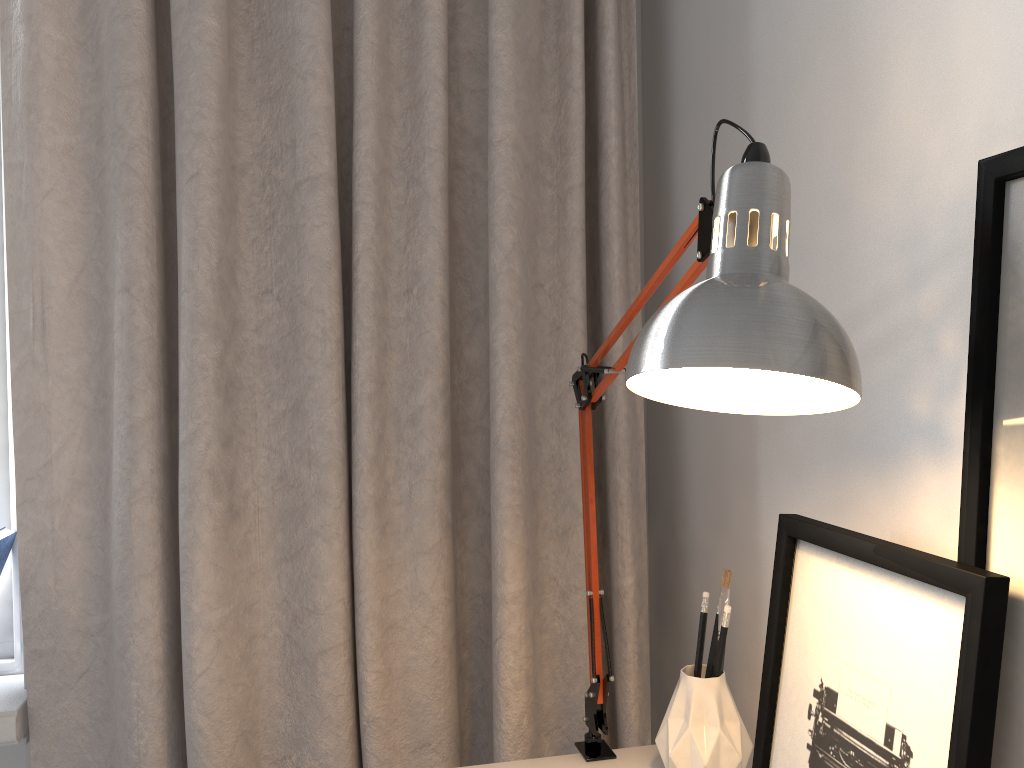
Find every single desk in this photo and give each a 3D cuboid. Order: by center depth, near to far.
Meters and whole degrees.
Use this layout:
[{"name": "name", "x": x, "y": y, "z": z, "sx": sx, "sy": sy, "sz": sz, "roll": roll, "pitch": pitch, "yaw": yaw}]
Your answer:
[{"name": "desk", "x": 0.061, "y": 0.850, "z": 0.521, "sx": 0.641, "sy": 0.776, "sz": 1.163, "roll": -1, "pitch": 1, "yaw": -13}]

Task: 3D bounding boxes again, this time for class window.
[{"name": "window", "x": -1.212, "y": -0.330, "z": 1.191, "sx": 1.047, "sy": 1.536, "sz": 0.079, "roll": -1, "pitch": 1, "yaw": -13}]

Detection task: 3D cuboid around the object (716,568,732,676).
[{"name": "object", "x": 0.233, "y": 0.328, "z": 1.000, "sx": 0.028, "sy": 0.239, "sz": 0.023, "roll": -1, "pitch": 1, "yaw": -16}]

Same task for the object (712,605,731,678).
[{"name": "object", "x": 0.226, "y": 0.345, "z": 0.990, "sx": 0.008, "sy": 0.207, "sz": 0.054, "roll": -1, "pitch": 1, "yaw": -30}]

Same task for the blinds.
[{"name": "blinds", "x": -0.217, "y": -0.110, "z": 1.140, "sx": 0.831, "sy": 2.680, "sz": 0.225, "roll": -1, "pitch": 1, "yaw": -13}]

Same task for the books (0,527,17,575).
[{"name": "books", "x": -0.745, "y": 0.312, "z": 1.187, "sx": 0.101, "sy": 0.211, "sz": 0.175, "roll": -1, "pitch": 1, "yaw": -9}]

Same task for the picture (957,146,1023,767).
[{"name": "picture", "x": 0.376, "y": 0.153, "z": 0.388, "sx": 0.062, "sy": 0.614, "sz": 0.493, "roll": -1, "pitch": 1, "yaw": -13}]

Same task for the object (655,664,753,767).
[{"name": "object", "x": 0.216, "y": 0.387, "z": 1.002, "sx": 0.101, "sy": 0.126, "sz": 0.101, "roll": -1, "pitch": 1, "yaw": -13}]

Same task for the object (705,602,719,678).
[{"name": "object", "x": 0.224, "y": 0.346, "z": 1.013, "sx": 0.054, "sy": 0.207, "sz": 0.008, "roll": -1, "pitch": 1, "yaw": -25}]

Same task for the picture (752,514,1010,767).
[{"name": "picture", "x": 0.268, "y": 0.289, "z": 0.699, "sx": 0.062, "sy": 0.333, "sz": 0.261, "roll": -1, "pitch": 1, "yaw": -13}]

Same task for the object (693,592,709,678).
[{"name": "object", "x": 0.212, "y": 0.345, "z": 1.015, "sx": 0.008, "sy": 0.207, "sz": 0.054, "roll": 0, "pitch": 1, "yaw": 42}]

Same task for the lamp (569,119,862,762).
[{"name": "lamp", "x": 0.108, "y": 0.155, "z": 0.838, "sx": 0.164, "sy": 0.745, "sz": 0.568, "roll": -1, "pitch": 1, "yaw": -17}]
